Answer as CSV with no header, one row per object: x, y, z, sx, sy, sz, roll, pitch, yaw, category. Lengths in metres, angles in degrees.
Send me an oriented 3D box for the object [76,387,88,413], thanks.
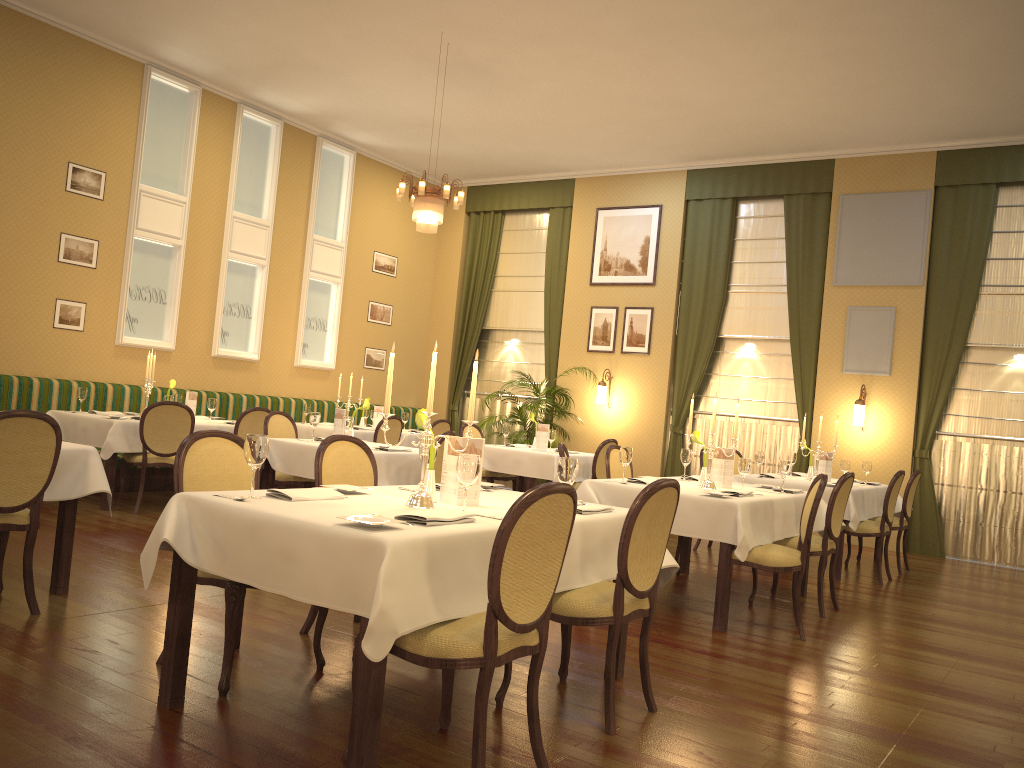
-3.850,0.145,7.933,0.088,0.229,0.088,6,-2,-8,object

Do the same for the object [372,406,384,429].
-1.626,0.404,10.616,0.081,0.277,0.166,7,-2,-40,object

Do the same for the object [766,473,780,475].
2.453,0.856,8.349,0.160,0.024,0.160,4,-2,34,object

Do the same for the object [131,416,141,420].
-3.180,0.305,7.773,0.142,0.033,0.273,4,-2,34,object

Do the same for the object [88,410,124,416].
-3.696,0.264,8.080,0.142,0.033,0.273,4,-2,34,object

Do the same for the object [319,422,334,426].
-2.203,0.464,10.320,0.142,0.033,0.273,4,-2,34,object

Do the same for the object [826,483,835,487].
2.691,0.856,7.482,0.160,0.024,0.160,4,-2,34,object

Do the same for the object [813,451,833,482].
2.924,0.774,8.309,0.166,0.277,0.081,5,-2,5,object

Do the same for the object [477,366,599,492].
0.313,0.611,11.600,1.496,1.807,1.552,5,-2,15,object

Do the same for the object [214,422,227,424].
-2.773,0.369,8.412,0.185,0.010,0.017,4,-2,34,object

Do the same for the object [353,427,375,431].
-1.687,0.505,10.013,0.142,0.033,0.273,4,-2,34,object

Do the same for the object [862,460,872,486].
3.302,0.830,8.260,0.088,0.229,0.088,6,-2,-8,object

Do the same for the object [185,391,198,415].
-3.052,0.212,8.454,0.081,0.277,0.166,6,-1,-5,object

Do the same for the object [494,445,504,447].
-0.117,0.640,9.149,0.185,0.010,0.017,4,-2,35,object

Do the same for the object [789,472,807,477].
2.863,0.906,8.877,0.142,0.033,0.273,4,-2,34,object

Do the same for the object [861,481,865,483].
3.516,0.970,8.714,0.181,0.015,0.038,4,-2,35,object

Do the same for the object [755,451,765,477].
2.203,0.717,7.904,0.088,0.229,0.088,6,-2,-8,object

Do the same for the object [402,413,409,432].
-1.274,0.457,10.539,0.088,0.229,0.088,6,-2,-8,object

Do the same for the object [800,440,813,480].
2.783,0.710,8.351,0.076,0.375,0.163,6,-2,-34,object

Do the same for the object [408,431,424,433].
-1.120,0.583,10.772,0.142,0.024,0.273,4,-2,34,object

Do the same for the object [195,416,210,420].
-3.190,0.334,8.905,0.142,0.033,0.273,4,-2,34,object

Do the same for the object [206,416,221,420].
-3.066,0.355,9.146,0.160,0.024,0.160,4,-2,34,object

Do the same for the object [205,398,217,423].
-2.829,0.252,8.347,0.088,0.229,0.088,6,-2,-8,object

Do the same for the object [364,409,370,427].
-1.810,0.418,10.984,0.088,0.229,0.088,6,-2,-8,object

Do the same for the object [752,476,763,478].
2.140,0.817,7.831,0.181,0.015,0.038,4,-2,35,object

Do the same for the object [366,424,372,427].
-1.697,0.534,11.145,0.142,0.033,0.273,4,-2,34,object

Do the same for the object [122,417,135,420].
-3.316,0.296,7.667,0.181,0.015,0.038,4,-2,35,object

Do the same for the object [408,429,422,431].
-1.218,0.577,10.965,0.160,0.024,0.160,4,-2,34,object

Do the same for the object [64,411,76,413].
-3.913,0.245,7.860,0.181,0.015,0.038,4,-2,35,object

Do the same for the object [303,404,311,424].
-2.357,0.345,10.173,0.088,0.229,0.088,6,-2,-8,object

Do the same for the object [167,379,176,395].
-3.218,0.141,8.318,0.076,0.375,0.163,6,-2,-34,object

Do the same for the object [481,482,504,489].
-0.147,0.507,4.416,0.160,0.024,0.160,4,-2,34,object

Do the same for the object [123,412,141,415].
-3.600,0.284,8.378,0.160,0.024,0.160,4,-2,34,object

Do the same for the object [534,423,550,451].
0.282,0.543,9.042,0.166,0.277,0.081,4,-2,40,object

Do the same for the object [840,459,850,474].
2.968,0.790,7.917,0.088,0.229,0.088,6,-2,-8,object

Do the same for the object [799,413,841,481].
2.810,0.570,8.120,0.390,0.655,0.131,5,-1,0,object

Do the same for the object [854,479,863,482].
3.342,0.949,8.696,0.160,0.024,0.160,4,-2,34,object

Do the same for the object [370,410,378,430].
-1.592,0.418,10.186,0.088,0.229,0.088,6,-2,-8,object

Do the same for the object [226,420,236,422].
-2.711,0.377,8.725,0.160,0.024,0.160,4,-2,34,object

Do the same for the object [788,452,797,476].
2.750,0.790,8.715,0.088,0.229,0.088,6,-2,-8,object

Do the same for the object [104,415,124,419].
-3.362,0.284,7.511,0.160,0.024,0.160,4,-2,34,object

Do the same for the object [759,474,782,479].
2.357,0.837,8.051,0.142,0.033,0.273,4,-2,34,object

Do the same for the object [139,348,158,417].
-3.338,-0.011,8.152,0.131,0.655,0.390,7,-2,-42,object

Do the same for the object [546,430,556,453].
0.387,0.568,8.763,0.088,0.229,0.088,6,-2,-8,object

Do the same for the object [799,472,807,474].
2.987,0.927,9.117,0.160,0.024,0.160,4,-2,34,object

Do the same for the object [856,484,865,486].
3.180,0.928,8.234,0.185,0.010,0.017,4,-2,34,object

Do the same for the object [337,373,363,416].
-1.896,0.183,10.330,0.390,0.655,0.131,4,-2,40,object

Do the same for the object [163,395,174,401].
-3.085,0.218,7.946,0.088,0.229,0.088,6,-2,-8,object

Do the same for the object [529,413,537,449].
0.230,0.493,9.257,0.076,0.375,0.163,6,-2,-34,object

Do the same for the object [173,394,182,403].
-3.303,0.218,8.744,0.088,0.229,0.088,6,-2,-14,object

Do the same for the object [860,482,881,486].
3.440,0.955,8.503,0.142,0.024,0.273,4,-2,34,object

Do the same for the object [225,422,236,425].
-2.613,0.383,8.532,0.142,0.024,0.273,4,-2,34,object

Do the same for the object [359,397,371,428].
-1.760,0.340,10.624,0.076,0.375,0.163,5,-2,21,object

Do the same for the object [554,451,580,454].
0.564,0.697,9.069,0.142,0.024,0.273,4,-2,34,object
